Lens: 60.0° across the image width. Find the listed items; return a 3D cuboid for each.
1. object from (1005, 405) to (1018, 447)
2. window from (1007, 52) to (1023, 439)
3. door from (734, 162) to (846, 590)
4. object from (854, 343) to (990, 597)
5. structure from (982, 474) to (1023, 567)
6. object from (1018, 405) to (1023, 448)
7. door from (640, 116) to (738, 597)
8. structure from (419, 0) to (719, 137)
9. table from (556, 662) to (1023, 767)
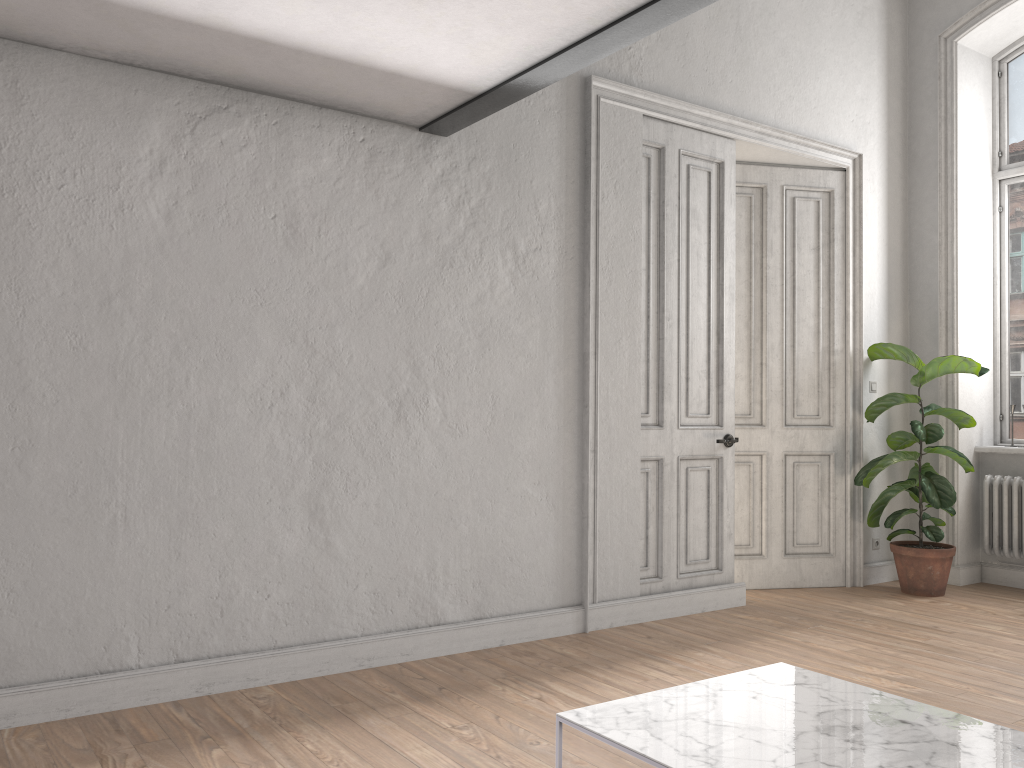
[{"bbox_3d":[3.449,0.288,6.111,0.095,0.289,0.095,1,-2,-3],"label":"object"},{"bbox_3d":[3.990,-1.048,5.645,0.013,2.842,1.622,2,-2,-34],"label":"window"},{"bbox_3d":[1.749,-0.058,5.882,1.097,2.813,0.216,1,-2,-10],"label":"door"},{"bbox_3d":[3.903,0.369,3.549,0.792,1.842,5.828,1,-2,-29],"label":"object"},{"bbox_3d":[4.660,-0.925,3.936,0.340,4.473,5.182,2,-2,-34],"label":"structure"},{"bbox_3d":[3.467,0.284,5.982,0.095,0.289,0.095,1,-2,-12],"label":"object"},{"bbox_3d":[0.884,-0.095,5.089,1.097,2.813,0.216,2,-2,-33],"label":"door"},{"bbox_3d":[-0.350,-1.908,0.621,4.158,1.213,5.928,2,-2,-34],"label":"structure"},{"bbox_3d":[0.696,1.009,2.068,0.849,0.392,0.849,2,-2,-34],"label":"table"}]
